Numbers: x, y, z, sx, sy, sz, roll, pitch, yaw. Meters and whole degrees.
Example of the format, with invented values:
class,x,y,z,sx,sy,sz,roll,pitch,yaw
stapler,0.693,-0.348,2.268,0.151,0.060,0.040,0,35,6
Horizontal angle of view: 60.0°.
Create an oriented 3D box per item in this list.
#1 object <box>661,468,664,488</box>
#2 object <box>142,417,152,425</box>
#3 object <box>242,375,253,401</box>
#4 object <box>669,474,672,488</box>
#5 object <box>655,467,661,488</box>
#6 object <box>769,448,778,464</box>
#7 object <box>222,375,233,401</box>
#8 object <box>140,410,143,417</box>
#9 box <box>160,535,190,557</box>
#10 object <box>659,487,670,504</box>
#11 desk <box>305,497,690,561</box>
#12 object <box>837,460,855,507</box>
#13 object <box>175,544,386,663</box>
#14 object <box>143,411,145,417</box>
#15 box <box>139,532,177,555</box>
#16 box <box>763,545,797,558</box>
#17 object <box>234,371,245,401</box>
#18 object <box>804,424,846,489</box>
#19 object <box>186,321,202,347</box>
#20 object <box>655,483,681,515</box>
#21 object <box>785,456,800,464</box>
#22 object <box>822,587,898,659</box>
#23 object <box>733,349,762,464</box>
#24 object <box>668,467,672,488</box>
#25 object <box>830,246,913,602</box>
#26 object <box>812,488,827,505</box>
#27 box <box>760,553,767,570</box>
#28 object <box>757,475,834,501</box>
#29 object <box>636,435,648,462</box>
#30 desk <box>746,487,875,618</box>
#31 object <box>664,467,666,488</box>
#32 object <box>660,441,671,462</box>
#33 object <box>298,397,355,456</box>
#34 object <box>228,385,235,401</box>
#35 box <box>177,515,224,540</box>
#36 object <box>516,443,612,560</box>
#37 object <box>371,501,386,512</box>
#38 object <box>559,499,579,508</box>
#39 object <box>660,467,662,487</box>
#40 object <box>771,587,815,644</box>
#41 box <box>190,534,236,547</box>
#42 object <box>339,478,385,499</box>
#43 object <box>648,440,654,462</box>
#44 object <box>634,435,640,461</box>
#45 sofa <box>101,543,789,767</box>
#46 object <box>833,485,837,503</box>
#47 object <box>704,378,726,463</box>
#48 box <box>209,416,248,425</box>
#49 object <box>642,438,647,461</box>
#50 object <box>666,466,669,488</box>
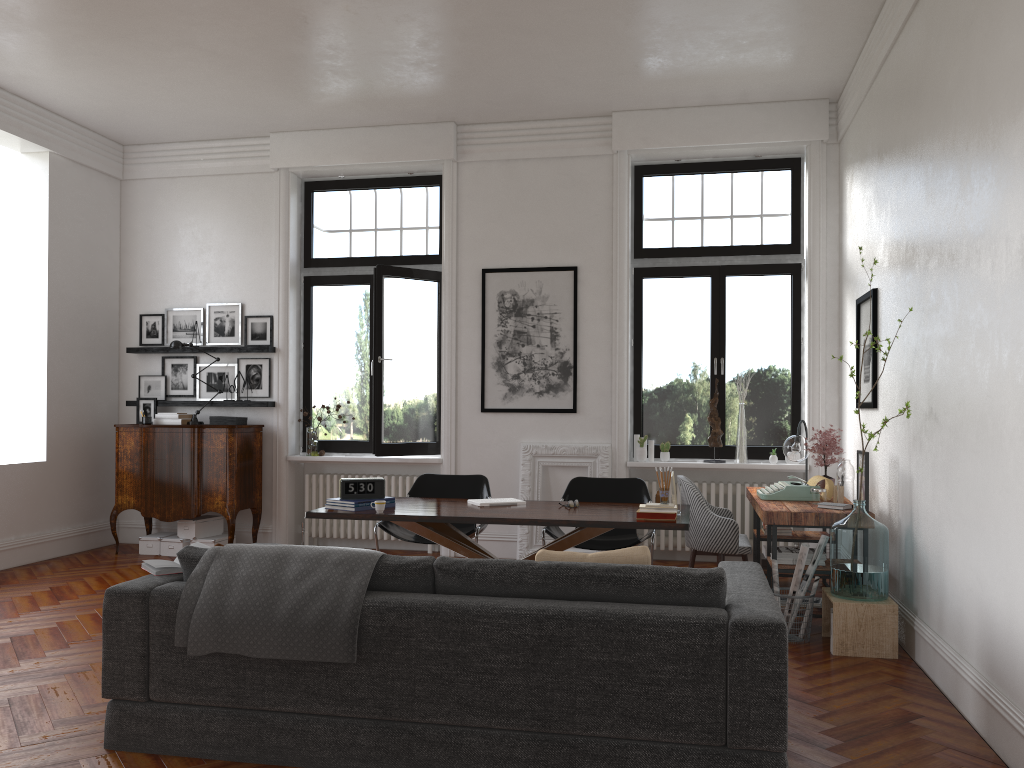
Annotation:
class,x,y,z,sx,sy,sz,roll,pitch,yaw
object,0.859,0.572,5.047,0.008,0.193,0.049,0,-1,35
object,-3.396,0.343,8.247,0.091,0.077,0.091,1,-1,-15
object,-2.563,0.040,8.589,0.110,0.262,0.040,0,0,11
object,0.899,0.571,5.066,0.038,0.195,0.008,0,-1,38
object,0.845,0.573,5.077,0.049,0.193,0.008,0,0,16
object,2.283,0.629,7.741,0.072,0.134,0.072,0,-1,37
object,-2.764,0.040,8.593,0.124,0.260,0.040,0,0,11
object,-3.433,0.302,8.246,0.050,0.119,0.010,0,0,14
box,-3.070,1.515,8.319,0.245,0.177,0.394,0,-1,16
object,0.872,0.639,5.071,0.058,0.091,0.058,0,-1,-2
desk,-0.033,1.146,5.504,2.226,0.751,1.030,0,-1,11
object,2.177,0.646,5.784,0.111,0.302,0.111,1,-1,-42
object,-0.907,0.853,3.537,0.752,0.387,0.400,0,-1,11
object,-3.422,0.309,8.268,0.046,0.139,0.010,0,0,9
box,-3.336,1.516,8.404,0.209,0.177,0.394,0,-1,6
box,2.110,1.320,6.959,0.256,0.066,0.238,0,-2,12
object,-2.636,0.021,8.576,0.118,0.299,0.040,0,0,11
object,2.334,0.556,6.614,0.308,0.529,0.290,1,-1,-34
object,-3.108,-0.486,8.668,0.174,0.260,0.040,0,0,11
object,0.939,0.688,5.326,0.150,0.166,0.228,0,-1,11
object,2.469,0.650,7.789,0.134,0.097,0.132,1,-1,-19
object,2.006,1.385,5.136,0.341,0.316,0.435,0,-1,11
object,2.064,0.174,7.772,0.296,1.053,0.289,0,-1,14
object,0.895,0.572,5.056,0.044,0.194,0.008,0,-1,42
object,2.051,0.196,4.963,0.353,2.058,0.807,0,-1,-8
object,2.044,0.748,5.899,0.093,0.101,0.093,0,-1,3
box,2.109,1.396,6.955,0.317,0.082,0.296,0,-2,11
object,2.006,0.732,6.336,0.484,0.149,0.535,0,-2,10
object,1.161,0.574,7.928,0.102,0.244,0.098,0,-1,-11
desk,2.049,1.189,6.287,0.647,0.757,1.799,0,-1,11
object,0.873,0.570,5.044,0.008,0.195,0.036,0,0,24
object,1.383,0.606,7.995,0.097,0.185,0.099,0,-1,34
object,-1.803,0.402,8.636,0.542,0.599,0.317,1,-1,-18
object,-2.702,0.089,8.553,0.066,0.161,0.040,0,0,11
box,-2.920,1.341,8.321,0.209,0.177,0.394,0,-2,21
object,0.464,1.066,7.907,0.830,1.062,0.233,0,0,11
object,-0.789,0.727,5.260,0.082,0.065,0.064,0,-1,32
object,0.375,0.754,5.608,0.114,0.047,0.133,1,-2,-25
object,0.862,0.574,5.098,0.008,0.193,0.049,0,0,-19
object,1.673,1.395,5.301,0.261,0.305,0.261,1,-1,-24
box,-2.793,1.516,8.294,0.245,0.177,0.394,0,-1,11
object,-0.919,0.643,5.451,0.275,0.125,0.082,1,-1,-15
object,1.252,0.603,7.973,0.051,0.188,0.051,1,-1,-44
object,1.131,0.579,8.041,0.051,0.238,0.051,1,-1,-44
sofa,-0.224,1.106,3.892,2.645,0.828,1.262,0,-1,11
object,2.212,0.748,6.012,0.058,0.113,0.075,0,-1,11
object,1.795,0.325,7.851,0.143,0.753,0.165,1,-1,-36
box,-2.684,0.349,8.397,0.282,0.086,0.208,0,-2,11
object,1.192,0.591,8.009,0.051,0.213,0.051,1,-1,-44
object,0.890,0.571,5.091,0.032,0.195,0.008,1,-1,-35
